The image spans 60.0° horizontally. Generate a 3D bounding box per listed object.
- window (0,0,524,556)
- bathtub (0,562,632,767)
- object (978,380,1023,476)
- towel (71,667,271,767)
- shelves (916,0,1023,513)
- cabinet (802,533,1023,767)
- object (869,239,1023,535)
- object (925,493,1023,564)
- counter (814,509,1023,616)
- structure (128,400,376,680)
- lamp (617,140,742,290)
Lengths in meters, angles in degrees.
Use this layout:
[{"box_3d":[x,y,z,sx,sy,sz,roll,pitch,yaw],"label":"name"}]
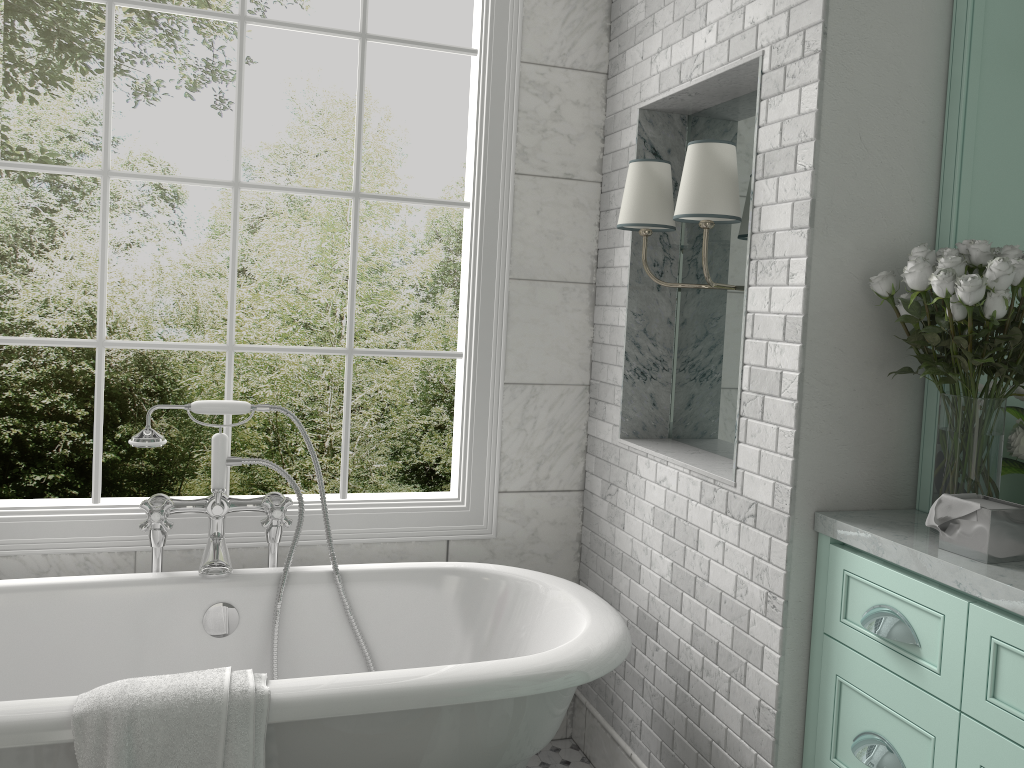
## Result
[{"box_3d":[-0.884,-0.636,2.839,1.830,2.319,0.118,2,3,-18],"label":"window"},{"box_3d":[-0.751,0.973,2.253,2.164,0.756,0.944,1,5,-18],"label":"bathtub"},{"box_3d":[1.269,0.148,1.962,0.394,0.401,0.454,2,4,-17],"label":"object"},{"box_3d":[-0.703,0.829,1.843,0.374,0.462,0.454,2,4,-16],"label":"towel"},{"box_3d":[1.701,-0.599,0.864,0.464,2.119,2.817,2,4,-18],"label":"shelves"},{"box_3d":[1.490,1.041,0.909,0.862,1.095,2.806,2,5,-18],"label":"cabinet"},{"box_3d":[1.008,0.012,1.938,0.391,0.652,0.357,3,3,-7],"label":"object"},{"box_3d":[0.933,0.285,1.784,0.147,0.112,0.136,1,5,-23],"label":"object"},{"box_3d":[1.542,0.409,0.885,0.823,0.181,2.816,1,5,-18],"label":"counter"},{"box_3d":[-0.758,0.705,2.614,0.779,1.283,0.341,2,3,-8],"label":"structure"},{"box_3d":[0.533,-0.475,2.594,0.308,0.382,0.549,2,5,-18],"label":"lamp"}]
